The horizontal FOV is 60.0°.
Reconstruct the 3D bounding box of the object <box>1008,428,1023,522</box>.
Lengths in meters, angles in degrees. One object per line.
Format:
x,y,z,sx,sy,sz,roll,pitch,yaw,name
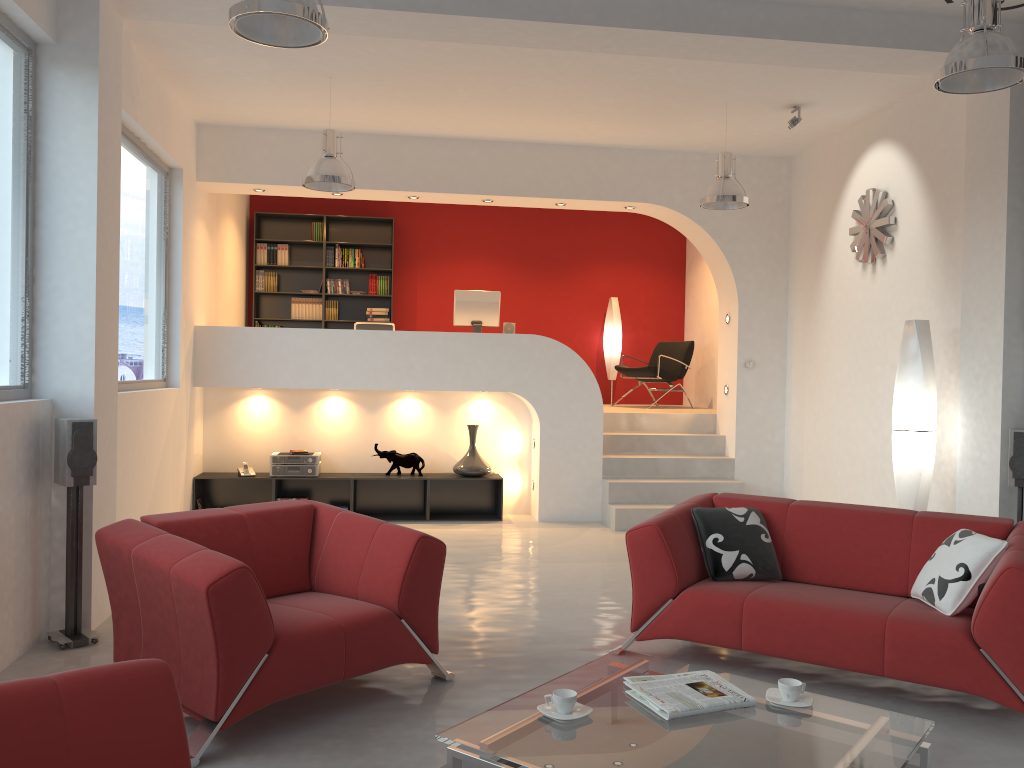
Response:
2.955,0.818,5.125,0.214,1.112,0.229,2,1,37,object

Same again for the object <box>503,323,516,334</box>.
-0.034,-0.539,8.885,0.133,0.147,0.151,1,1,-25,object

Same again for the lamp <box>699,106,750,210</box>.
1.654,-1.780,6.868,0.379,0.800,0.379,1,1,-37,lamp

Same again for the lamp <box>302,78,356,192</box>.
-1.325,-1.834,6.448,0.379,0.800,0.379,1,1,-37,lamp

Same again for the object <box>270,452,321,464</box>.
-1.988,0.681,8.161,0.430,0.077,0.349,1,1,-8,object

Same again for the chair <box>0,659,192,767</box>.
-0.809,0.978,1.533,1.288,0.738,0.951,2,1,42,chair

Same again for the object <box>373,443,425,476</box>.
-1.065,0.707,8.311,0.507,0.296,0.191,1,1,8,object

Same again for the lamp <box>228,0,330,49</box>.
-0.907,-1.786,3.478,0.379,0.800,0.379,1,1,21,lamp

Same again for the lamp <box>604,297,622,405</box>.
1.268,-0.414,11.184,0.237,1.349,0.237,1,1,0,lamp

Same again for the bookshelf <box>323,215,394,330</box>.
-1.866,-0.903,10.779,0.816,2.213,0.305,1,1,-8,bookshelf

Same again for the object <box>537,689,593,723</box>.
0.170,1.022,2.834,0.153,0.069,0.153,0,1,-42,object

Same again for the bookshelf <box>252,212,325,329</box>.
-2.674,-0.917,10.665,0.816,2.213,0.305,1,1,-8,bookshelf

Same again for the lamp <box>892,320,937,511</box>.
2.659,0.469,5.869,0.313,1.779,0.313,1,1,0,lamp

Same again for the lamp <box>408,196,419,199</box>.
-0.920,-1.740,8.281,0.105,0.011,0.105,1,1,-19,lamp

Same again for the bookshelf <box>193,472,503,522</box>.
-1.480,1.047,8.234,2.764,0.397,0.405,1,1,-8,bookshelf

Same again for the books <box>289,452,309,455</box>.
-1.951,0.636,8.133,0.135,0.015,0.190,1,1,-28,books

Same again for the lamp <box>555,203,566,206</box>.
0.466,-1.715,8.476,0.105,0.011,0.105,1,1,-19,lamp

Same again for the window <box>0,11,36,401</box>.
-2.306,-0.806,3.303,0.100,1.800,2.400,1,1,-8,window

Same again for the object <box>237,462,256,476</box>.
-2.399,0.765,8.017,0.130,0.117,0.146,1,1,-33,object

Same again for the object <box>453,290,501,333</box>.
-0.350,-0.697,8.787,0.458,0.452,0.230,1,1,-8,object

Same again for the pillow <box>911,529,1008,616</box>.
1.969,0.825,3.922,0.288,0.343,0.402,1,1,-1,pillow

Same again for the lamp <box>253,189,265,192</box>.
-2.306,-1.764,8.085,0.105,0.011,0.105,1,1,-4,lamp

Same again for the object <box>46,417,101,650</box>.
-2.168,0.727,4.396,0.214,1.112,0.229,0,1,-43,object

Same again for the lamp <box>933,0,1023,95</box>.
2.072,-1.733,3.898,0.379,0.800,0.379,1,1,-15,lamp

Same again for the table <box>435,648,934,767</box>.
0.560,1.208,2.752,1.162,0.286,1.097,2,1,37,table

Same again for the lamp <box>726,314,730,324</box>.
2.123,-0.640,8.726,0.011,0.105,0.105,1,1,-8,lamp

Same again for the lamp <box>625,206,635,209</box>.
1.140,-1.703,8.571,0.105,0.011,0.105,1,1,-19,lamp

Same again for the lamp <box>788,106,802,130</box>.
2.212,-2.078,6.931,0.112,0.176,0.118,2,1,34,lamp

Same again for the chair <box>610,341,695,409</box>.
1.668,-0.121,10.455,0.768,0.795,0.664,1,1,-33,chair

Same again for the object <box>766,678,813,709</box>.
0.932,1.035,2.979,0.153,0.069,0.153,1,1,18,object

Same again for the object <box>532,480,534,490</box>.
0.200,0.974,8.549,0.011,0.105,0.105,1,1,-8,object

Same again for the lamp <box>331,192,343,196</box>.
-1.613,-1.752,8.183,0.105,0.011,0.105,1,1,-19,lamp

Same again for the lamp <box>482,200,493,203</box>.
-0.227,-1.727,8.378,0.105,0.011,0.105,1,1,-19,lamp

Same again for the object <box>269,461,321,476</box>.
-1.989,0.779,8.155,0.430,0.100,0.365,1,1,-8,object

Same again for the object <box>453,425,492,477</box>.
-0.372,0.627,8.383,0.369,0.481,0.369,0,1,-43,object

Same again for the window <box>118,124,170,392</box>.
-2.696,-0.851,6.076,0.100,1.800,2.400,1,1,-8,window

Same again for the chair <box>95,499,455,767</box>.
-1.000,0.945,3.787,0.951,0.738,1.288,2,1,42,chair

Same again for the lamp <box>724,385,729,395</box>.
2.109,0.059,8.736,0.011,0.105,0.105,1,1,-8,lamp

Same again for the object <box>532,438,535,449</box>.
0.208,0.574,8.543,0.011,0.105,0.105,1,1,-8,object

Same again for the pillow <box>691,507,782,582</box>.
1.126,0.801,4.455,0.402,0.343,0.288,1,1,-15,pillow

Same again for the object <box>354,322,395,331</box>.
-1.351,-0.490,8.731,0.397,0.217,0.458,1,1,-8,object
